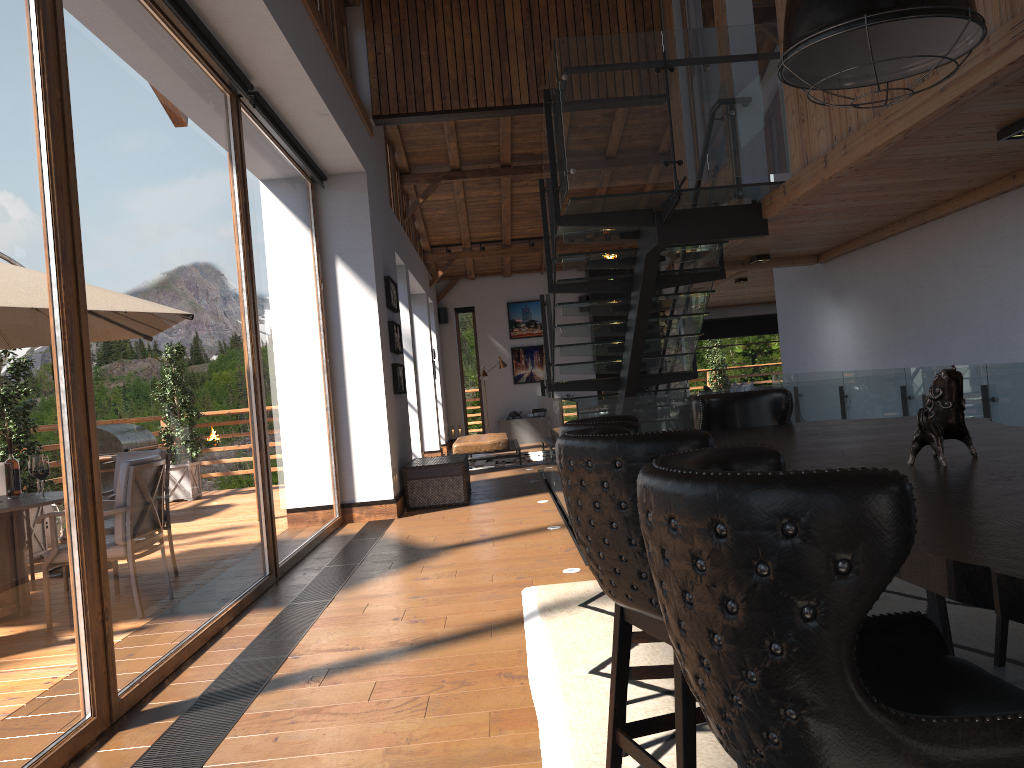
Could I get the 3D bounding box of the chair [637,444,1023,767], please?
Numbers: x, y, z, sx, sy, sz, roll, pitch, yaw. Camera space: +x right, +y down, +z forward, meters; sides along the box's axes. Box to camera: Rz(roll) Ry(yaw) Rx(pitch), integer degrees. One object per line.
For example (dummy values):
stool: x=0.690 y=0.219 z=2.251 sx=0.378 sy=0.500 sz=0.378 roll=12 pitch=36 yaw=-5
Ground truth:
chair: x=0.501 y=0.633 z=1.232 sx=0.569 sy=1.092 sz=0.503 roll=-5 pitch=-1 yaw=-3

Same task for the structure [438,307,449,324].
structure: x=-1.508 y=-1.494 z=19.384 sx=0.214 sy=0.349 sz=0.213 roll=-5 pitch=-1 yaw=-2

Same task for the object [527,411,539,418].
object: x=0.463 y=0.648 z=19.253 sx=0.281 sy=0.160 sz=0.259 roll=-5 pitch=0 yaw=0

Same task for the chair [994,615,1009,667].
chair: x=2.049 y=0.506 z=3.133 sx=0.569 sy=1.092 sz=0.503 roll=-5 pitch=-1 yaw=-3

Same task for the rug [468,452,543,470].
rug: x=0.843 y=1.183 z=14.993 sx=3.811 sy=0.053 sz=2.430 roll=-5 pitch=0 yaw=-1

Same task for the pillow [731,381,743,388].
pillow: x=4.377 y=0.178 z=17.277 sx=0.283 sy=0.469 sz=0.528 roll=-5 pitch=-1 yaw=2

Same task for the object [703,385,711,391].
object: x=4.062 y=0.179 z=18.320 sx=0.147 sy=0.319 sz=0.251 roll=-6 pitch=-1 yaw=39

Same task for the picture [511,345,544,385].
picture: x=0.445 y=-0.432 z=19.523 sx=0.880 sy=0.816 sz=0.036 roll=-5 pitch=-1 yaw=-2

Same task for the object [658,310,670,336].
object: x=3.478 y=-0.308 z=19.400 sx=0.494 sy=2.612 sz=0.466 roll=-5 pitch=-1 yaw=-2

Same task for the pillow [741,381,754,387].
pillow: x=4.389 y=0.174 z=16.598 sx=0.283 sy=0.469 sz=0.528 roll=-5 pitch=-1 yaw=2

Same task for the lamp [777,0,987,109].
lamp: x=0.974 y=-3.239 z=2.856 sx=0.613 sy=4.685 sz=0.629 roll=-6 pitch=-1 yaw=43

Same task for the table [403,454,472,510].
table: x=-0.838 y=1.104 z=10.189 sx=0.685 sy=0.470 sz=1.253 roll=-5 pitch=0 yaw=-1

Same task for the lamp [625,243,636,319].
lamp: x=2.244 y=-2.141 z=16.759 sx=0.263 sy=2.202 sz=0.799 roll=-5 pitch=-1 yaw=-10

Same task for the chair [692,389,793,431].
chair: x=1.193 y=0.585 z=4.341 sx=0.505 sy=1.092 sz=0.567 roll=-5 pitch=-1 yaw=-3

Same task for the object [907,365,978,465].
object: x=1.104 y=0.081 z=2.305 sx=0.223 sy=0.253 sz=0.114 roll=-4 pitch=-1 yaw=-39

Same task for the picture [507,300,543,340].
picture: x=0.358 y=-1.423 z=19.538 sx=0.880 sy=0.816 sz=0.036 roll=-5 pitch=-1 yaw=-2

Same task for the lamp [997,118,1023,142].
lamp: x=2.725 y=-1.365 z=4.719 sx=0.155 sy=0.068 sz=0.261 roll=-5 pitch=0 yaw=-1

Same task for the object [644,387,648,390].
object: x=2.876 y=0.542 z=18.845 sx=0.304 sy=1.018 sz=0.311 roll=-6 pitch=-1 yaw=44

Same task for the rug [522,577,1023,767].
rug: x=1.356 y=1.113 z=2.667 sx=2.554 sy=0.047 sz=5.626 roll=-5 pitch=0 yaw=-1

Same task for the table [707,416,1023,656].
table: x=1.262 y=0.663 z=2.348 sx=1.430 sy=0.950 sz=3.793 roll=-5 pitch=0 yaw=-1

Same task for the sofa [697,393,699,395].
sofa: x=4.363 y=0.489 z=16.788 sx=1.241 sy=0.838 sz=2.563 roll=-5 pitch=0 yaw=-2

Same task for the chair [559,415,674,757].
chair: x=0.486 y=0.651 z=3.013 sx=0.566 sy=1.092 sz=0.505 roll=-5 pitch=-1 yaw=7

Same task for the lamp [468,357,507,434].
lamp: x=-0.477 y=0.389 z=18.324 sx=0.523 sy=1.899 sz=1.332 roll=-5 pitch=-1 yaw=20

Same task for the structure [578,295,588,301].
structure: x=1.582 y=-1.763 z=19.517 sx=0.214 sy=0.349 sz=0.213 roll=-5 pitch=-1 yaw=-2

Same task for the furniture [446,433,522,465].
furniture: x=-0.468 y=1.106 z=15.140 sx=1.176 sy=0.437 sz=2.757 roll=-5 pitch=0 yaw=-1

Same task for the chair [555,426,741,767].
chair: x=0.435 y=0.643 z=2.192 sx=0.572 sy=1.092 sz=0.500 roll=-5 pitch=-1 yaw=-18

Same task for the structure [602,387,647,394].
structure: x=2.467 y=0.325 z=19.205 sx=0.983 sy=0.514 sz=0.183 roll=-5 pitch=-1 yaw=-2

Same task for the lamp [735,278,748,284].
lamp: x=3.821 y=-1.727 z=14.785 sx=0.155 sy=0.068 sz=0.261 roll=-5 pitch=0 yaw=-1

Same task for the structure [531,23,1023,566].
structure: x=-0.678 y=0.925 z=7.596 sx=9.219 sy=6.399 sz=11.015 roll=-5 pitch=0 yaw=-2

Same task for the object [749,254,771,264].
object: x=2.643 y=-1.339 z=9.457 sx=0.155 sy=0.068 sz=0.261 roll=-5 pitch=0 yaw=-1

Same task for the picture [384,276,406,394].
picture: x=-1.337 y=-0.539 z=10.175 sx=0.059 sy=1.312 sz=0.773 roll=-5 pitch=-1 yaw=-1

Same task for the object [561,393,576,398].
object: x=1.247 y=0.426 z=19.266 sx=0.338 sy=0.455 sz=0.336 roll=-5 pitch=-1 yaw=24

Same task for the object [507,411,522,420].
object: x=0.068 y=0.670 z=19.217 sx=0.400 sy=0.183 sz=0.229 roll=-5 pitch=-1 yaw=42

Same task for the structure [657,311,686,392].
structure: x=3.485 y=-0.315 z=19.391 sx=0.502 sy=2.617 sz=0.511 roll=-5 pitch=-1 yaw=-2
